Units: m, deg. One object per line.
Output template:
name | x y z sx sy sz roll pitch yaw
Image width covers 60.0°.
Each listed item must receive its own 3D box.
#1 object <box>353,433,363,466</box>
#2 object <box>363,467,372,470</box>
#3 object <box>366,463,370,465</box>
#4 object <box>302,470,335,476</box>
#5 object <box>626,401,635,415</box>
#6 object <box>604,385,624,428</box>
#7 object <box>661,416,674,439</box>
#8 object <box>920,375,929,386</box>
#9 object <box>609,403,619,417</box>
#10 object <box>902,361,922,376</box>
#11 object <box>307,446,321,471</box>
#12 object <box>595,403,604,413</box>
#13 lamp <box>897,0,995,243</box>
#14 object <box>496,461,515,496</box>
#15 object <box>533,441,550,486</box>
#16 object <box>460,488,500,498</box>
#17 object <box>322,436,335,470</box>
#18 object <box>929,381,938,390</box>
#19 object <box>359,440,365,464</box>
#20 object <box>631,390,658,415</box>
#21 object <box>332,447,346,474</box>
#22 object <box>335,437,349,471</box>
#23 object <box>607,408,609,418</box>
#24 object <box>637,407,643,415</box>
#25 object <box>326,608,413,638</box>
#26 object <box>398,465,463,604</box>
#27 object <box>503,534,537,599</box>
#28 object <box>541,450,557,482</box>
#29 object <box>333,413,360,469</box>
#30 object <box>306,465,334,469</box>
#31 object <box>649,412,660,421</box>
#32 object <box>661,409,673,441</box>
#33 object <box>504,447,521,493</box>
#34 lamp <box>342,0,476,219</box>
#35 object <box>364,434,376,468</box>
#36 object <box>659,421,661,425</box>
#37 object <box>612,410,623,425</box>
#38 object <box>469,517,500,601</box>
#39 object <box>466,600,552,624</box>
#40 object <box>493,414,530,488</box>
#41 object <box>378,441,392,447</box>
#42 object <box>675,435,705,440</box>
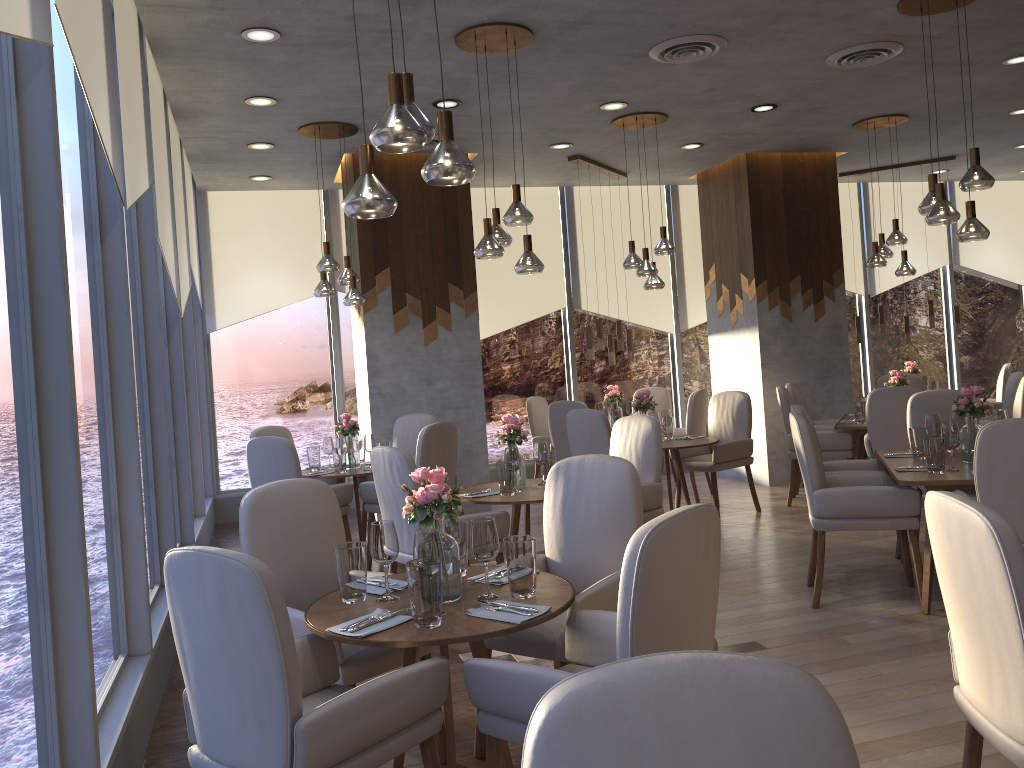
object | -1.180 0.499 6.744 0.092 0.244 0.092 -4 0 14
object | -0.972 0.607 6.428 0.255 0.019 0.157 -3 2 30
object | -1.018 0.599 6.805 0.157 0.019 0.255 -3 2 34
object | -1.381 0.636 6.378 0.157 0.019 0.255 -3 2 35
object | 1.151 0.289 8.551 0.092 0.244 0.092 -4 0 33
object | 0.995 0.213 8.593 0.210 0.416 0.198 -4 0 -3
object | 1.261 0.353 7.167 0.102 0.178 0.102 -4 0 -24
object | 4.473 0.032 9.603 0.092 0.244 0.092 -4 0 -25
object | 0.972 0.305 8.418 0.092 0.244 0.092 -4 0 -42
object | 4.293 -0.039 9.502 0.198 0.416 0.210 -4 0 -38
object | -1.468 0.556 6.589 0.102 0.178 0.102 -4 0 -5
object | 0.849 0.308 8.581 0.092 0.244 0.092 -4 0 -38
lamp | 2.380 -1.442 4.823 0.439 1.326 0.439 -4 0 -11
object | -0.030 0.509 4.761 0.102 0.178 0.102 -4 0 23
object | 0.171 0.454 5.061 0.092 0.244 0.092 -4 0 39
object | -0.152 0.594 4.867 0.255 0.019 0.157 -5 2 -33
object | -1.362 0.515 6.604 0.092 0.244 0.092 -4 0 -13
object | 4.581 0.056 9.629 0.102 0.178 0.102 -4 0 -31
object | -1.183 0.529 6.853 0.102 0.178 0.102 -4 0 10
object | 1.050 0.253 7.014 0.210 0.416 0.198 -4 0 32
object | -1.229 0.547 6.327 0.102 0.178 0.102 -4 0 2
object | -1.234 0.511 6.436 0.092 0.244 0.092 -4 0 -35
object | 1.007 0.323 8.839 0.102 0.178 0.102 -4 0 -9
object | 1.262 0.313 8.563 0.102 0.178 0.102 -4 0 -13
object | -0.391 0.676 2.543 0.157 0.019 0.255 -3 2 39
object | -0.243 0.462 2.764 0.210 0.416 0.197 -4 0 -18
object | 0.029 0.562 2.726 0.102 0.178 0.102 -4 0 35
object | 0.214 0.481 5.163 0.102 0.178 0.102 -4 0 5
object | -1.219 0.421 6.588 0.197 0.416 0.210 -4 0 22
object | -1.430 0.629 6.752 0.255 0.019 0.157 -3 2 29
object | 1.102 0.340 6.839 0.092 0.244 0.092 -4 0 -22
object | 1.234 0.325 7.060 0.092 0.244 0.092 -4 0 30
object | 0.006 0.471 4.863 0.092 0.244 0.092 -4 0 -30
lamp | -0.359 -1.196 2.767 0.440 1.326 0.439 -4 0 -23
object | -1.052 0.495 6.578 0.092 0.244 0.092 -4 0 -35
object | 1.082 0.377 6.731 0.102 0.178 0.102 -4 0 -36
object | 0.990 0.339 8.310 0.102 0.178 0.102 -4 0 -35
object | -0.082 0.537 2.731 0.092 0.244 0.092 -4 0 19
object | -0.026 0.650 2.571 0.255 0.019 0.157 -3 2 39
object | 0.007 0.380 5.066 0.198 0.416 0.210 -4 0 -43
object | -0.941 0.520 6.591 0.102 0.178 0.102 -4 0 -44
object | 1.407 0.425 7.078 0.255 0.019 0.157 -5 2 -40
